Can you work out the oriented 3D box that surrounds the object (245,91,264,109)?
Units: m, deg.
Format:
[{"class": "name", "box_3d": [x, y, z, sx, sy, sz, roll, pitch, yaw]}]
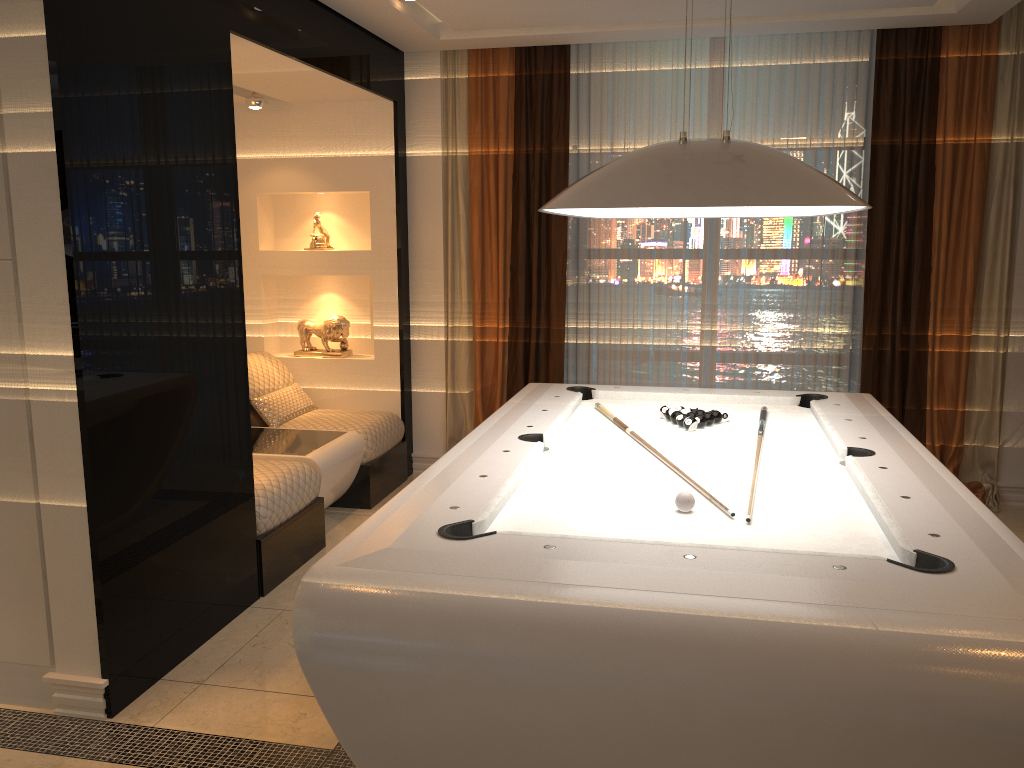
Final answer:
[{"class": "object", "box_3d": [-1.493, -1.661, 5.147, 0.107, 0.127, 0.107, -1, 10, -6]}]

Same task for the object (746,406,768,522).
[{"class": "object", "box_3d": [0.869, 0.237, 3.130, 0.028, 0.026, 1.605, 3, 10, 17]}]

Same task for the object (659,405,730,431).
[{"class": "object", "box_3d": [0.779, 0.135, 3.654, 0.265, 0.057, 0.299, -2, 10, -13]}]

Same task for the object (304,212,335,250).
[{"class": "object", "box_3d": [-1.228, -0.973, 5.649, 0.142, 0.236, 0.162, 2, 10, 12]}]

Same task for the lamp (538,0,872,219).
[{"class": "lamp", "box_3d": [0.630, -1.061, 2.898, 0.939, 0.995, 1.578, 2, 10, 12]}]

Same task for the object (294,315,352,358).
[{"class": "object", "box_3d": [-1.219, -0.318, 5.771, 0.364, 0.264, 0.180, 2, 10, 12]}]

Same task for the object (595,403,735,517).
[{"class": "object", "box_3d": [0.494, 0.226, 3.204, 0.028, 0.026, 1.605, -2, 10, -8]}]

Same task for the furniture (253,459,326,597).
[{"class": "furniture", "box_3d": [-1.539, 0.452, 4.191, 1.107, 0.810, 0.660, 2, 10, 12]}]

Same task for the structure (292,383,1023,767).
[{"class": "structure", "box_3d": [0.619, 0.609, 3.178, 1.659, 0.812, 2.912, 2, 10, 12]}]

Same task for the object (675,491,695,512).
[{"class": "object", "box_3d": [0.487, 0.331, 2.493, 0.057, 0.057, 0.057, -3, 10, -18]}]

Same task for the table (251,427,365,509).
[{"class": "table", "box_3d": [-1.442, 0.524, 4.840, 1.143, 0.457, 0.608, 2, 10, 12]}]

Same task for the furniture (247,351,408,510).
[{"class": "furniture", "box_3d": [-1.272, 0.246, 5.411, 1.107, 0.810, 0.660, 2, 10, 12]}]
